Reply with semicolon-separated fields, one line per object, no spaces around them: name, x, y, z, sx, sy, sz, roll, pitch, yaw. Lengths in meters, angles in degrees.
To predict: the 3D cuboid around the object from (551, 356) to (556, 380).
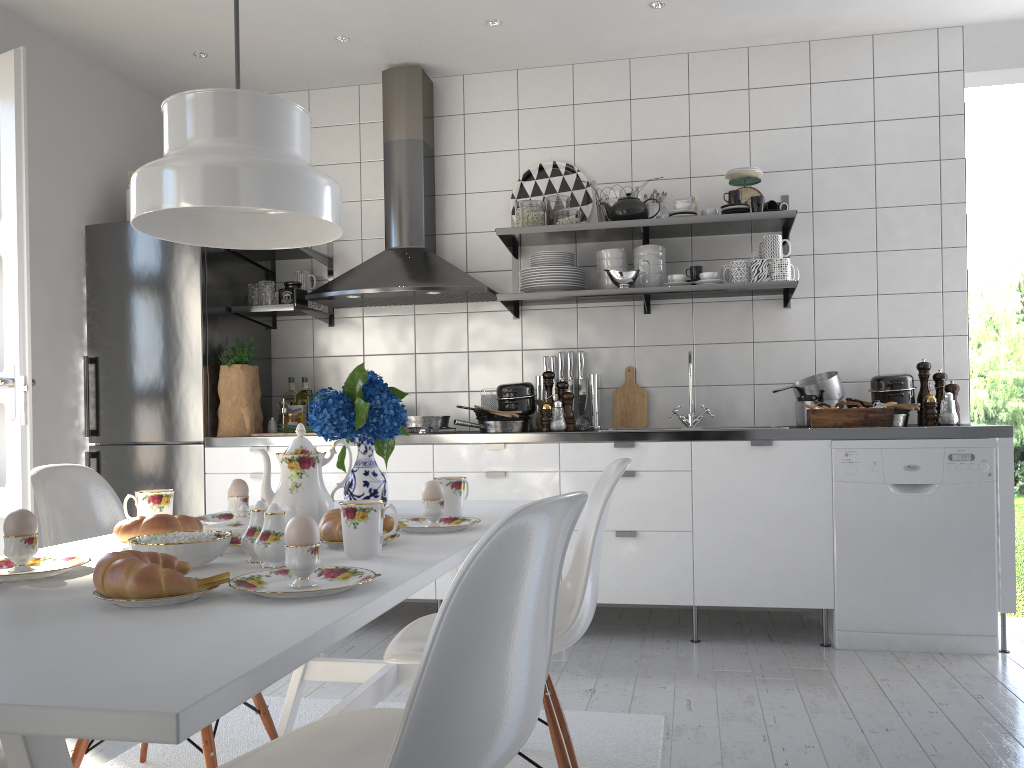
object;0.196;-0.076;4.171;0.027;0.114;0.019;-1;0;7

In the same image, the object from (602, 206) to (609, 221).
object;0.435;-0.771;4.086;0.023;0.186;0.080;-1;0;-15

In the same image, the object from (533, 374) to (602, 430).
object;0.257;0.089;4.159;0.322;0.260;0.067;-1;0;11

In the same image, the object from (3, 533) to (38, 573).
object;-0.771;0.265;1.391;0.048;0.057;0.048;0;-1;-38

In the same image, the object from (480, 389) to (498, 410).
object;-0.103;0.122;4.185;0.101;0.201;0.081;-1;0;1

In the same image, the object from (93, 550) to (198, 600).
object;-0.487;0.249;1.174;0.124;0.057;0.161;0;-2;-24

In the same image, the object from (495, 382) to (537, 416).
object;0.017;0.070;3.958;0.190;0.159;0.197;0;-2;-27

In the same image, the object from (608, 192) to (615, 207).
object;0.473;-0.789;4.095;0.028;0.220;0.100;-1;0;-17

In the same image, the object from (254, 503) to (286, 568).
object;-0.382;0.243;1.428;0.069;0.102;0.065;-1;-1;11

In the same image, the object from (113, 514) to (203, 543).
object;-0.666;0.272;1.675;0.161;0.057;0.124;0;-2;-24

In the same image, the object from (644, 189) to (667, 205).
object;0.652;-0.789;4.023;0.104;0.203;0.077;-1;0;9

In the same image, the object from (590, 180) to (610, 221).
object;0.410;-0.804;4.016;0.113;0.250;0.021;-1;0;16

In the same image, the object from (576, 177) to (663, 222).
object;0.492;-0.818;4.046;0.378;0.279;0.198;-1;-1;-6

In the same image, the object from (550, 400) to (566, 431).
object;0.200;0.137;3.849;0.069;0.135;0.069;-1;0;-9

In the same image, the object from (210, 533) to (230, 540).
object;-0.482;0.248;1.418;0.031;0.032;0.138;0;-2;-34

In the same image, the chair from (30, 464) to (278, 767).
chair;-0.842;0.589;2.121;0.542;0.800;0.465;-1;-1;6

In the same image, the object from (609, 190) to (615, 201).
object;0.469;-0.794;4.116;0.029;0.232;0.063;-1;0;-1

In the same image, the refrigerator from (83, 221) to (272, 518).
refrigerator;-1.570;0.189;4.228;0.576;1.800;0.694;-1;0;11

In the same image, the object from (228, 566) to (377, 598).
object;-0.289;0.276;1.228;0.201;0.016;0.201;-2;-3;26

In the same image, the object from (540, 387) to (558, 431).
object;0.163;0.112;3.904;0.080;0.192;0.058;-1;0;0

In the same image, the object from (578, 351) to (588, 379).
object;0.332;-0.088;4.142;0.046;0.132;0.022;-1;0;15

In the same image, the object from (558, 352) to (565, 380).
object;0.234;-0.086;4.162;0.033;0.132;0.022;-1;0;16

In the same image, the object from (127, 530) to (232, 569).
object;-0.537;0.268;1.436;0.158;0.058;0.158;-1;-2;1

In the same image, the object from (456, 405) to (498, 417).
object;-0.068;0.133;3.915;0.246;0.080;0.356;-2;-2;19

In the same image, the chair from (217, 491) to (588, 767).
chair;-0.167;0.540;1.176;0.542;0.800;0.465;-1;-1;26

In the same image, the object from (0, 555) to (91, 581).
object;-0.771;0.291;1.391;0.201;0.016;0.201;0;-3;-33

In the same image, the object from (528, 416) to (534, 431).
object;0.069;0.184;4.121;0.066;0.067;0.052;0;-1;-28

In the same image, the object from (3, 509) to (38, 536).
object;-0.771;0.227;1.391;0.048;0.063;0.048;-1;-1;16

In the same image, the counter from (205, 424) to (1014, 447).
counter;0.307;0.226;3.872;3.239;0.045;0.651;-1;-2;11

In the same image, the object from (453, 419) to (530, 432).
object;-0.096;0.184;3.944;0.351;0.061;0.232;-1;-2;-10

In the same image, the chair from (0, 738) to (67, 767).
chair;-0.989;0.563;1.395;0.542;0.800;0.465;-1;-1;11

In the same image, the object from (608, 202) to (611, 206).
object;0.452;-0.763;4.067;0.022;0.167;0.125;-1;-1;-3

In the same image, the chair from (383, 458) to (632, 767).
chair;-0.005;0.567;1.937;0.542;0.800;0.465;-1;-1;1

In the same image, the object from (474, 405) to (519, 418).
object;-0.073;0.119;3.861;0.059;0.061;0.334;0;-2;-31

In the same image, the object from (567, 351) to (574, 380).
object;0.276;-0.087;4.154;0.033;0.132;0.022;-1;0;16

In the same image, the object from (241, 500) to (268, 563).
object;-0.421;0.246;1.484;0.069;0.102;0.065;-1;-1;11

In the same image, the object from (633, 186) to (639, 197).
object;0.540;-0.795;4.061;0.085;0.226;0.027;-1;0;-6

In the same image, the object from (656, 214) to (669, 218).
object;0.673;-0.711;3.886;0.079;0.047;0.082;-1;-2;-14

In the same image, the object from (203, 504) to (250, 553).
object;-0.489;0.261;1.618;0.186;0.084;0.140;-1;-2;11

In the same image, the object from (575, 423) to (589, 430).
object;0.313;0.194;4.037;0.072;0.031;0.070;-1;-2;11

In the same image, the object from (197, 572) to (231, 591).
object;-0.435;0.268;1.180;0.109;0.036;0.070;0;-2;-30

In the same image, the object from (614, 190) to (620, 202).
object;0.500;-0.793;4.103;0.025;0.227;0.086;-1;0;-19

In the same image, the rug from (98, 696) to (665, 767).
rug;-0.481;0.965;1.638;1.426;0.004;2.311;-1;-2;11

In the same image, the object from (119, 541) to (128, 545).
object;-0.664;0.301;1.692;0.158;0.016;0.158;0;-2;-19

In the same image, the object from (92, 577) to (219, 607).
object;-0.469;0.277;1.173;0.158;0.016;0.158;0;-2;-19

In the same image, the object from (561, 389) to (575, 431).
object;0.246;0.114;3.908;0.058;0.184;0.058;-1;0;40

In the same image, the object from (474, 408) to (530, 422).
object;-0.080;0.147;3.918;0.347;0.082;0.243;1;-3;-37

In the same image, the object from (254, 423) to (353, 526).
object;-0.430;0.195;1.836;0.149;0.230;0.140;-1;-1;30

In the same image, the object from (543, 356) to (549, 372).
object;0.162;-0.075;4.178;0.027;0.114;0.019;-1;0;7

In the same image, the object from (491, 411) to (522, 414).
object;-0.052;0.131;3.892;0.065;0.021;0.336;0;-2;-25

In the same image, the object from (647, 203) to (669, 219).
object;0.657;-0.747;4.011;0.084;0.130;0.084;-1;-1;-10

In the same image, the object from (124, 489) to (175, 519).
object;-0.744;0.269;1.838;0.078;0.095;0.091;-1;-1;10

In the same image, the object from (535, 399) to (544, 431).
object;0.169;0.142;4.080;0.115;0.144;0.127;0;-1;-40

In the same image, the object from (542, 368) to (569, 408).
object;0.197;0.069;3.981;0.123;0.282;0.061;-1;0;16

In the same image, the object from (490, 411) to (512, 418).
object;-0.087;0.126;3.853;0.064;0.044;0.335;0;-2;-22

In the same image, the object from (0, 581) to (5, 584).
object;-0.796;0.290;1.281;0.140;0.011;0.032;-1;-2;8

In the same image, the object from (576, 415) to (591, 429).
object;0.333;0.178;4.101;0.069;0.068;0.029;-1;0;16

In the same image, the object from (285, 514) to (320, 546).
object;-0.291;0.212;1.228;0.048;0.063;0.048;-1;-1;16
